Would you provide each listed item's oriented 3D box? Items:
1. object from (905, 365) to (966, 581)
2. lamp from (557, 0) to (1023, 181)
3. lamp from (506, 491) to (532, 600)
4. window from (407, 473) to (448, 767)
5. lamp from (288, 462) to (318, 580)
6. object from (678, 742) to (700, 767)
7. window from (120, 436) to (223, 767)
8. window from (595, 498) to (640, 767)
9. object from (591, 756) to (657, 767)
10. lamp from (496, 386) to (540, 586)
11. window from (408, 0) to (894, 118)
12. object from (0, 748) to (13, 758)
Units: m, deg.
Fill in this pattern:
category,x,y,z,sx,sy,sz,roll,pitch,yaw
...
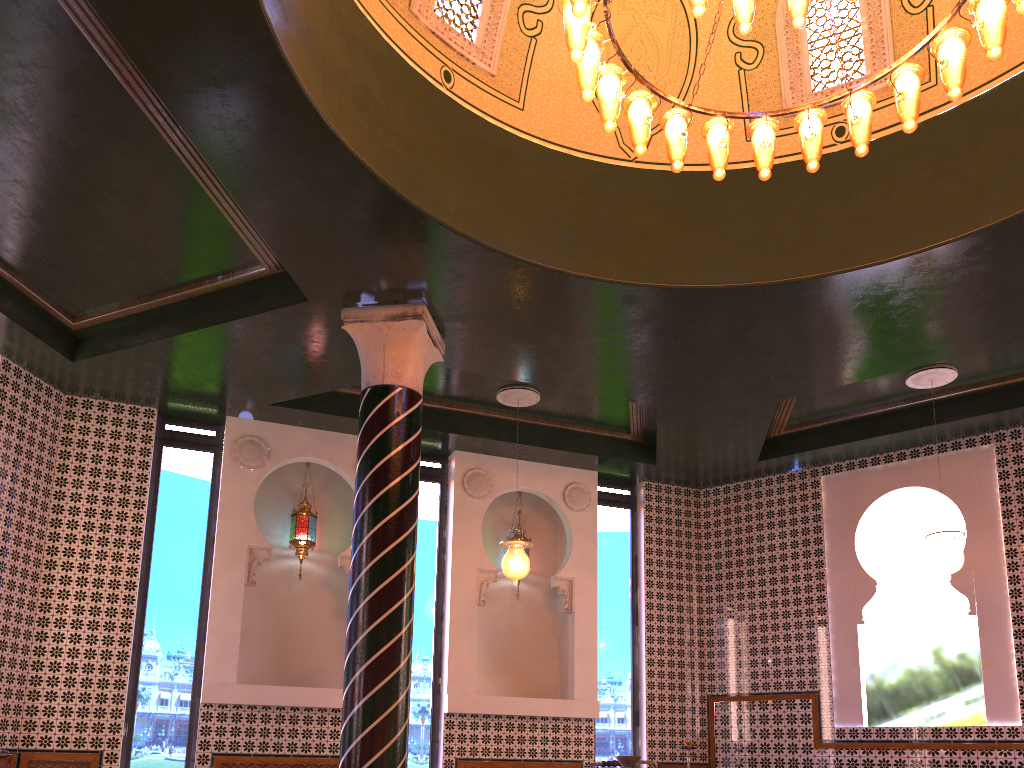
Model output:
category,x,y,z,sx,sy,sz,roll,pitch,yaw
object,4.598,0.986,9.289,0.519,2.208,0.545,2,-13,-2
lamp,1.518,-3.968,4.989,2.478,4.386,2.603,-3,-16,16
lamp,0.097,2.191,11.825,0.326,1.490,0.376,-4,-14,22
window,-1.263,3.046,11.023,0.780,3.810,0.095,6,-13,-21
lamp,-2.599,1.690,10.799,0.326,1.490,0.377,5,-13,-17
object,2.370,5.169,10.928,1.212,1.197,1.290,14,-22,-34
window,-3.930,2.558,10.026,0.780,3.810,0.095,6,-13,-21
window,1.404,3.534,12.021,0.780,3.810,0.095,6,-13,-21
object,0.557,2.326,3.918,0.303,1.193,0.484,-5,-15,24
lamp,0.052,1.211,10.006,0.519,2.208,0.545,2,-13,-2
window,1.406,-3.976,5.111,5.673,1.107,5.952,-20,-31,41
object,-4.685,3.889,7.717,0.309,1.194,0.474,13,-18,-43
